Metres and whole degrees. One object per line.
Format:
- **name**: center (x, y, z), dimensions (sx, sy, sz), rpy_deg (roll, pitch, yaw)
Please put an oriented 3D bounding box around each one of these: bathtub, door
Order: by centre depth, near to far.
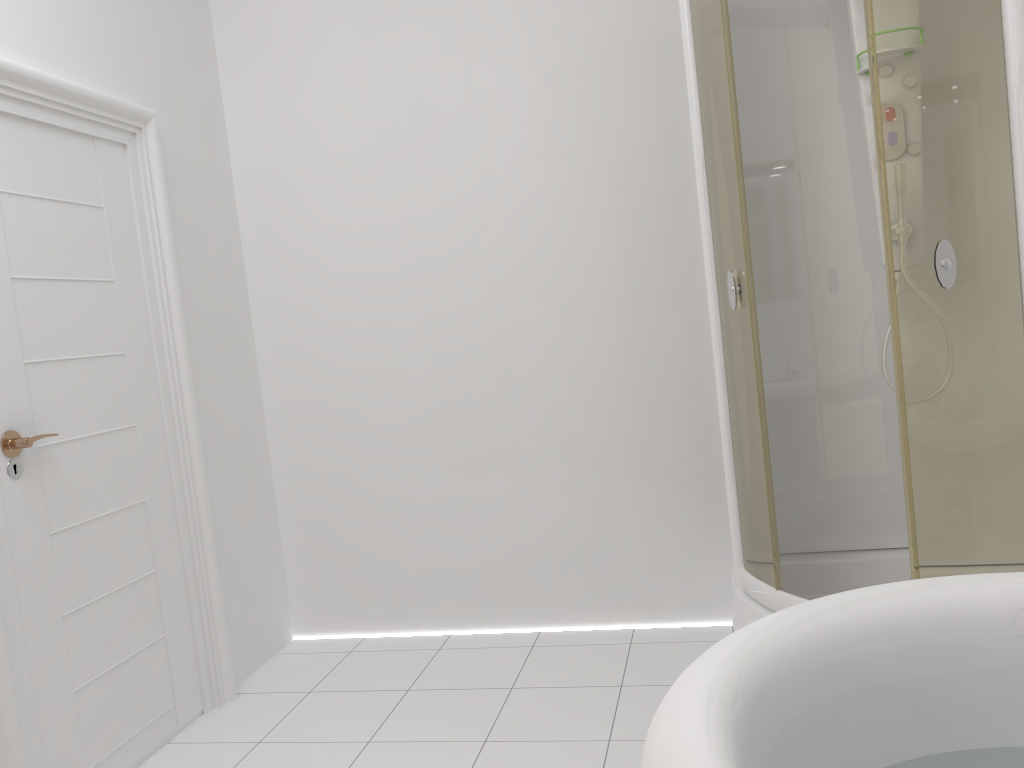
- **bathtub**: center (0.595, 0.690, 0.481), dimensions (1.055, 0.674, 1.863), rpy_deg (-6, 4, 13)
- **door**: center (-1.115, 0.127, 2.369), dimensions (0.068, 1.885, 0.915), rpy_deg (-6, 4, 13)

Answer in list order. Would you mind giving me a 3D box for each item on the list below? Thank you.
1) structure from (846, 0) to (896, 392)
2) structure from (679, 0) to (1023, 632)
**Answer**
- **structure**: center (1.091, -0.613, 2.442), dimensions (0.201, 1.343, 0.358), rpy_deg (-6, 4, 13)
- **structure**: center (0.976, -0.287, 2.362), dimensions (0.932, 2.234, 0.933), rpy_deg (-6, 4, 13)
